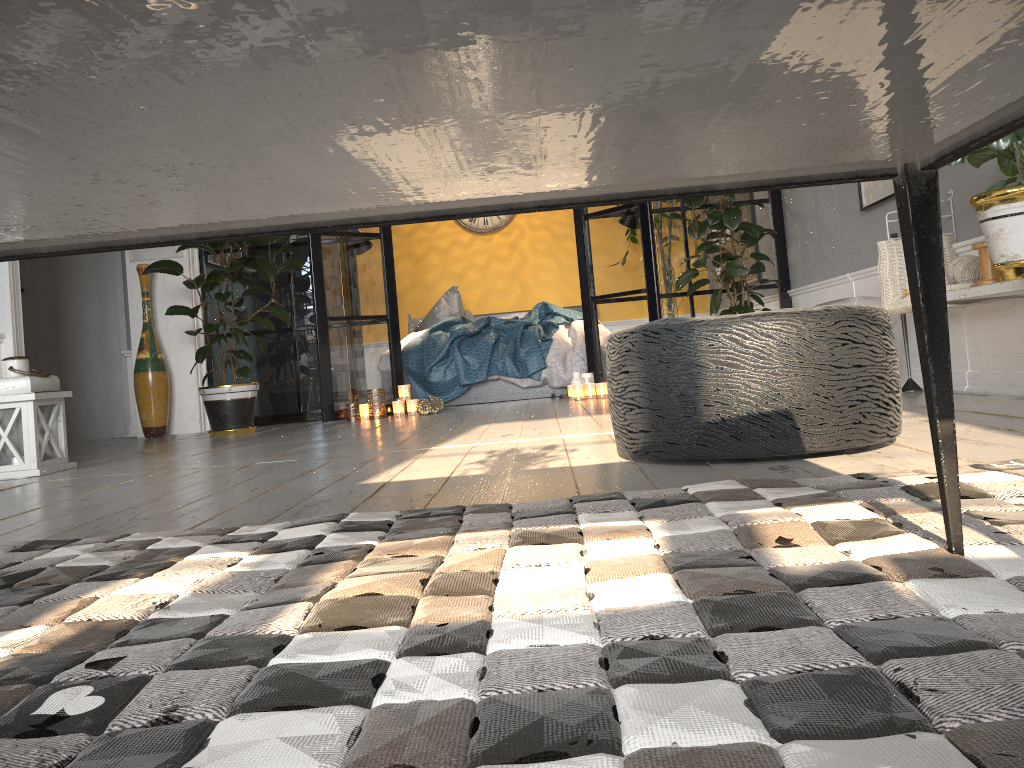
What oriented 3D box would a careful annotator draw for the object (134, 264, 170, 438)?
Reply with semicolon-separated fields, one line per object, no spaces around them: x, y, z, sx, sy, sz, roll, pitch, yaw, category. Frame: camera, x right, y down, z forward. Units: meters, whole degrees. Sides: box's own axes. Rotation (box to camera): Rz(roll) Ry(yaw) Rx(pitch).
-2.340;-0.215;5.712;0.216;1.126;0.215;-5;-2;-4;object

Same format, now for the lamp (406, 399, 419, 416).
-0.631;0.150;5.641;0.080;0.099;0.081;-6;-1;42;lamp

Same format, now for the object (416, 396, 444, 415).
-0.552;0.137;5.839;0.192;0.118;0.716;-5;1;-9;object

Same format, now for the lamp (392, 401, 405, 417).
-0.721;0.158;5.650;0.080;0.099;0.081;-6;-1;42;lamp

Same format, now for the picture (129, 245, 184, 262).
-2.445;-1.186;4.989;0.359;0.754;1.944;-5;1;2;picture

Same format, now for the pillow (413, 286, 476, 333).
-0.604;-0.568;7.910;0.782;0.600;0.498;-5;-1;8;pillow

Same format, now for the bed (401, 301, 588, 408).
-0.025;-0.286;7.451;1.897;0.771;2.321;-5;1;2;bed

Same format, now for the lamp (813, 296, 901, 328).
1.593;-0.181;4.079;0.431;0.438;0.433;-5;-1;24;lamp

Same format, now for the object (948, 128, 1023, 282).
1.506;-0.795;2.712;0.546;0.966;0.508;-5;-2;-13;object

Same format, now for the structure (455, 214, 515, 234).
-0.282;-1.839;8.685;0.726;0.726;0.070;-5;-3;2;structure

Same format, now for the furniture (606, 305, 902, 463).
0.621;-0.011;2.329;0.736;0.357;0.734;-5;1;-11;furniture

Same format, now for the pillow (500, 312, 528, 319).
0.102;-0.534;7.889;0.594;0.227;0.483;-6;1;-39;pillow

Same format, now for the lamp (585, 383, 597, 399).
0.510;0.047;5.737;0.080;0.099;0.081;-6;-1;42;lamp

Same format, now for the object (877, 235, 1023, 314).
1.621;-0.428;3.210;0.329;0.307;0.784;-5;1;3;object

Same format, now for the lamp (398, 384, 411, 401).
-0.686;0.056;5.648;0.080;0.099;0.081;-6;-1;42;lamp

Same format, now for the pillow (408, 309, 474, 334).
-0.584;-0.482;8.326;0.757;0.456;0.512;-5;0;-27;pillow

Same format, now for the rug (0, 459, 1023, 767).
0.002;0.245;0.799;2.525;0.034;1.769;-5;1;2;rug

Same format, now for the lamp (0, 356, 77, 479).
-1.989;0.126;3.580;0.287;0.479;0.286;-5;-2;1;lamp

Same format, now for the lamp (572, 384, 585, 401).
0.431;0.055;5.695;0.080;0.099;0.081;-6;-1;42;lamp

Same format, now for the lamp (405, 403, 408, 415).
-0.657;0.160;5.749;0.069;0.080;0.069;-5;-1;10;lamp

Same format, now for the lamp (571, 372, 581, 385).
0.442;0.010;5.948;0.092;0.180;0.092;-6;-2;22;lamp

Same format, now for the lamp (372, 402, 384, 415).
-0.859;0.169;5.695;0.080;0.099;0.081;-6;-1;42;lamp

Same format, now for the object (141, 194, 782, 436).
-0.183;-0.737;5.525;3.895;1.800;1.009;-5;-2;1;object

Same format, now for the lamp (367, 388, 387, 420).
-0.854;0.126;5.591;0.115;0.187;0.114;-5;-1;0;lamp

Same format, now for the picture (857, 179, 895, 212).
-0.286;-1.433;4.356;4.037;1.798;7.287;-5;1;2;picture

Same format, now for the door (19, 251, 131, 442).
-3.241;-0.744;6.344;1.037;2.312;0.177;-5;-3;2;door

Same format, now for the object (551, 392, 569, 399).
0.360;0.079;6.179;0.087;0.054;0.325;-5;1;-34;object

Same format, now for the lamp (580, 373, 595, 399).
0.503;0.012;5.846;0.089;0.167;0.092;-4;-2;-32;lamp

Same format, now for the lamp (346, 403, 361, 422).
-1.000;0.180;5.578;0.084;0.110;0.084;-5;-1;-23;lamp

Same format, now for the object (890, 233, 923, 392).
1.713;-0.317;3.764;0.092;0.703;0.279;-5;-2;-6;object

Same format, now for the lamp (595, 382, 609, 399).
0.581;0.042;5.686;0.080;0.099;0.081;-6;-1;42;lamp

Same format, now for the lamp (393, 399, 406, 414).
-0.748;0.151;5.882;0.081;0.107;0.080;-5;-1;1;lamp

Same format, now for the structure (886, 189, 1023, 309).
1.605;-0.497;2.203;0.308;0.487;2.774;-5;1;2;structure

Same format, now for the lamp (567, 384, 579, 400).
0.407;0.054;5.826;0.081;0.099;0.080;-4;-1;-34;lamp

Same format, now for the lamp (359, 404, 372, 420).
-0.932;0.177;5.639;0.080;0.099;0.081;-6;-1;42;lamp

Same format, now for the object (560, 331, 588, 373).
0.602;-0.180;6.179;0.436;0.523;0.279;-6;-2;42;object

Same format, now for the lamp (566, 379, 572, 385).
0.450;0.029;6.181;0.108;0.131;0.095;-5;-1;-28;lamp

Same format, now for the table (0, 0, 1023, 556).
-0.248;0.029;0.659;1.455;0.512;0.731;-5;0;2;table

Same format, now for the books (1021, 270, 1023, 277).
1.596;-0.321;2.321;0.296;0.021;0.367;-5;1;-4;books
